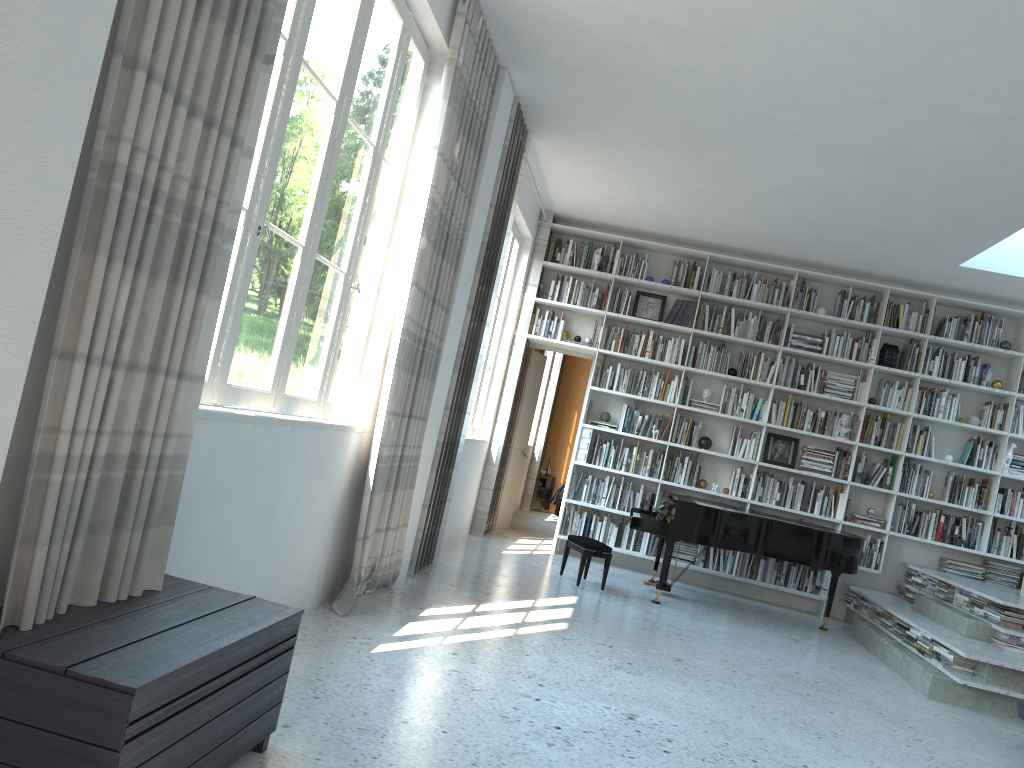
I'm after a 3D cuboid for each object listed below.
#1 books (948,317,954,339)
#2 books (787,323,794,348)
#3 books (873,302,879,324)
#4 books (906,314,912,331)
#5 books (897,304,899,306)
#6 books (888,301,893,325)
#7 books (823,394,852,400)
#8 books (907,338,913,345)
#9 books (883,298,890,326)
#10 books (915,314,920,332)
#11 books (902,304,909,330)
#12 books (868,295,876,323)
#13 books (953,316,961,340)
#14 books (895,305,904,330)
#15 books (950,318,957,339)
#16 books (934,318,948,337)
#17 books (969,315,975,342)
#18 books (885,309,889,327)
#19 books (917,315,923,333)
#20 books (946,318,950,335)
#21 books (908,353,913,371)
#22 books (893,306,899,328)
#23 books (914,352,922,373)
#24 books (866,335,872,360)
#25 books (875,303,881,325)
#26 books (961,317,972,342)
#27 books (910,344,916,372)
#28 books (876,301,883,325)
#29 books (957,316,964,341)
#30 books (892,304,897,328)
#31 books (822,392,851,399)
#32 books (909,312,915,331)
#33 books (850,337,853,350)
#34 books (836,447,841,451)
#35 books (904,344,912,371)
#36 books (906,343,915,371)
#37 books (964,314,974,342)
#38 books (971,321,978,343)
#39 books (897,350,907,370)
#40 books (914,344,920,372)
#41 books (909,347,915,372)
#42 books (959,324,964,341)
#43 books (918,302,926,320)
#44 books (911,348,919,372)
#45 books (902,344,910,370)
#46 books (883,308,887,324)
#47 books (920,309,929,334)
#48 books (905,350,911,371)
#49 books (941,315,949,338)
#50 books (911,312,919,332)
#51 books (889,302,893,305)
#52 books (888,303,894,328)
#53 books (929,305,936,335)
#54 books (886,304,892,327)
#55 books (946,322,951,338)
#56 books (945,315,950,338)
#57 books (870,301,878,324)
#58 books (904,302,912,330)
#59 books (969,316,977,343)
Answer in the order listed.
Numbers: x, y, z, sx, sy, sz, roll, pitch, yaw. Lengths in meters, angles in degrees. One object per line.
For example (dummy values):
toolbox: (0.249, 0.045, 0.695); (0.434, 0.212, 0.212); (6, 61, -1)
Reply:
books: (4.083, -0.503, 8.311); (0.013, 0.229, 0.174); (12, -2, 8)
books: (2.652, -0.444, 8.489); (0.021, 0.249, 0.191); (12, -2, 8)
books: (3.436, -0.648, 8.428); (0.014, 0.244, 0.145); (12, -2, 8)
books: (3.715, -0.557, 8.362); (0.022, 0.180, 0.173); (12, -3, 8)
books: (3.623, -0.618, 8.411); (0.007, 0.264, 0.133); (12, -2, 8)
books: (3.561, -0.639, 8.404); (0.007, 0.279, 0.150); (12, -2, 8)
books: (3.069, 0.129, 8.414); (0.254, 0.012, 0.161); (12, -3, 4)
books: (3.714, -0.263, 8.359); (0.025, 0.339, 0.143); (12, -2, 8)
books: (3.528, -0.656, 8.402); (0.007, 0.298, 0.181); (12, -2, 8)
books: (3.796, -0.550, 8.369); (0.025, 0.203, 0.162); (12, -3, 8)
books: (3.693, -0.609, 8.389); (0.030, 0.274, 0.151); (12, -2, 8)
books: (3.403, -0.688, 8.432); (0.012, 0.308, 0.138); (12, -2, 8)
books: (4.145, -0.502, 8.316); (0.030, 0.255, 0.161); (12, -2, 8)
books: (3.647, -0.609, 8.375); (0.054, 0.254, 0.191); (12, -2, 8)
books: (4.114, -0.494, 8.320); (0.028, 0.226, 0.163); (12, -2, 8)
books: (4.012, -0.506, 8.318); (0.046, 0.206, 0.183); (12, -3, 8)
books: (4.275, -0.494, 8.312); (0.017, 0.295, 0.139); (12, -2, 8)
books: (3.528, -0.602, 8.405); (0.015, 0.192, 0.160); (12, -3, 8)
books: (3.817, -0.542, 8.358); (0.022, 0.194, 0.182); (12, -3, 8)
books: (4.068, -0.518, 8.336); (0.012, 0.255, 0.133); (12, -2, 8)
books: (3.728, -0.195, 8.350); (0.013, 0.210, 0.140); (12, -2, 8)
books: (3.605, -0.608, 8.377); (0.015, 0.233, 0.171); (12, -2, 8)
books: (3.786, -0.186, 8.317); (0.008, 0.213, 0.224); (12, -3, 8)
books: (3.364, -0.316, 8.421); (0.010, 0.299, 0.133); (12, -2, 8)
books: (3.448, -0.643, 8.417); (0.014, 0.238, 0.153); (12, -2, 8)
books: (4.221, -0.489, 8.283); (0.028, 0.258, 0.185); (12, -2, 8)
books: (3.756, -0.228, 8.367); (0.013, 0.288, 0.131); (12, -2, 8)
books: (3.468, -0.648, 8.421); (0.022, 0.257, 0.137); (12, -2, 8)
books: (4.170, -0.498, 8.314); (0.021, 0.256, 0.169); (12, -2, 8)
books: (3.599, -0.623, 8.397); (0.008, 0.262, 0.142); (12, -2, 8)
books: (3.071, 0.117, 8.416); (0.254, 0.012, 0.161); (12, -3, 11)
books: (3.740, -0.562, 8.361); (0.024, 0.201, 0.180); (12, -3, 8)
books: (3.199, -0.321, 8.438); (0.011, 0.239, 0.139); (12, -2, 8)
books: (3.064, 0.747, 8.394); (0.011, 0.299, 0.130); (12, -2, 8)
books: (3.697, -0.233, 8.344); (0.022, 0.271, 0.181); (12, -2, 8)
books: (3.721, -0.237, 8.334); (0.021, 0.288, 0.179); (12, -2, 8)
books: (4.253, -0.498, 8.303); (0.024, 0.292, 0.167); (12, -2, 8)
books: (4.294, -0.459, 8.282); (0.018, 0.231, 0.160); (12, -2, 8)
books: (3.671, -0.208, 8.365); (0.019, 0.213, 0.156); (12, -2, 8)
books: (3.792, -0.222, 8.354); (0.005, 0.292, 0.130); (12, -2, 8)
books: (3.740, -0.216, 8.339); (0.005, 0.255, 0.159); (12, -2, 8)
books: (4.191, -0.459, 8.326); (0.031, 0.190, 0.132); (12, -2, 8)
books: (3.850, -0.603, 8.375); (0.012, 0.329, 0.128); (12, -2, 8)
books: (3.759, -0.209, 8.322); (0.013, 0.248, 0.186); (12, -2, 8)
books: (3.680, -0.238, 8.333); (0.021, 0.272, 0.190); (12, -2, 8)
books: (3.509, -0.612, 8.419); (0.016, 0.204, 0.143); (12, -2, 8)
books: (3.858, -0.564, 8.339); (0.029, 0.253, 0.186); (12, -2, 8)
books: (3.706, -0.203, 8.356); (0.024, 0.217, 0.169); (12, -2, 8)
books: (4.044, -0.519, 8.321); (0.009, 0.244, 0.173); (12, -2, 8)
books: (3.767, -0.563, 8.353); (0.031, 0.213, 0.169); (12, -3, 8)
books: (3.551, -0.632, 8.394); (0.006, 0.259, 0.166); (12, -2, 8)
books: (3.577, -0.627, 8.392); (0.034, 0.261, 0.157); (12, -2, 8)
books: (3.924, -0.576, 8.331); (0.019, 0.304, 0.176); (12, -2, 8)
books: (3.541, -0.625, 8.379); (0.007, 0.239, 0.191); (12, -3, 8)
books: (4.069, -0.482, 8.324); (0.009, 0.183, 0.160); (12, -3, 8)
books: (4.054, -0.516, 8.329); (0.011, 0.244, 0.172); (12, -2, 8)
books: (3.414, -0.653, 8.421); (0.028, 0.244, 0.161); (12, -2, 8)
books: (3.712, -0.617, 8.370); (0.010, 0.297, 0.167); (12, -2, 8)
books: (4.290, -0.486, 8.304); (0.007, 0.285, 0.159); (12, -2, 8)
